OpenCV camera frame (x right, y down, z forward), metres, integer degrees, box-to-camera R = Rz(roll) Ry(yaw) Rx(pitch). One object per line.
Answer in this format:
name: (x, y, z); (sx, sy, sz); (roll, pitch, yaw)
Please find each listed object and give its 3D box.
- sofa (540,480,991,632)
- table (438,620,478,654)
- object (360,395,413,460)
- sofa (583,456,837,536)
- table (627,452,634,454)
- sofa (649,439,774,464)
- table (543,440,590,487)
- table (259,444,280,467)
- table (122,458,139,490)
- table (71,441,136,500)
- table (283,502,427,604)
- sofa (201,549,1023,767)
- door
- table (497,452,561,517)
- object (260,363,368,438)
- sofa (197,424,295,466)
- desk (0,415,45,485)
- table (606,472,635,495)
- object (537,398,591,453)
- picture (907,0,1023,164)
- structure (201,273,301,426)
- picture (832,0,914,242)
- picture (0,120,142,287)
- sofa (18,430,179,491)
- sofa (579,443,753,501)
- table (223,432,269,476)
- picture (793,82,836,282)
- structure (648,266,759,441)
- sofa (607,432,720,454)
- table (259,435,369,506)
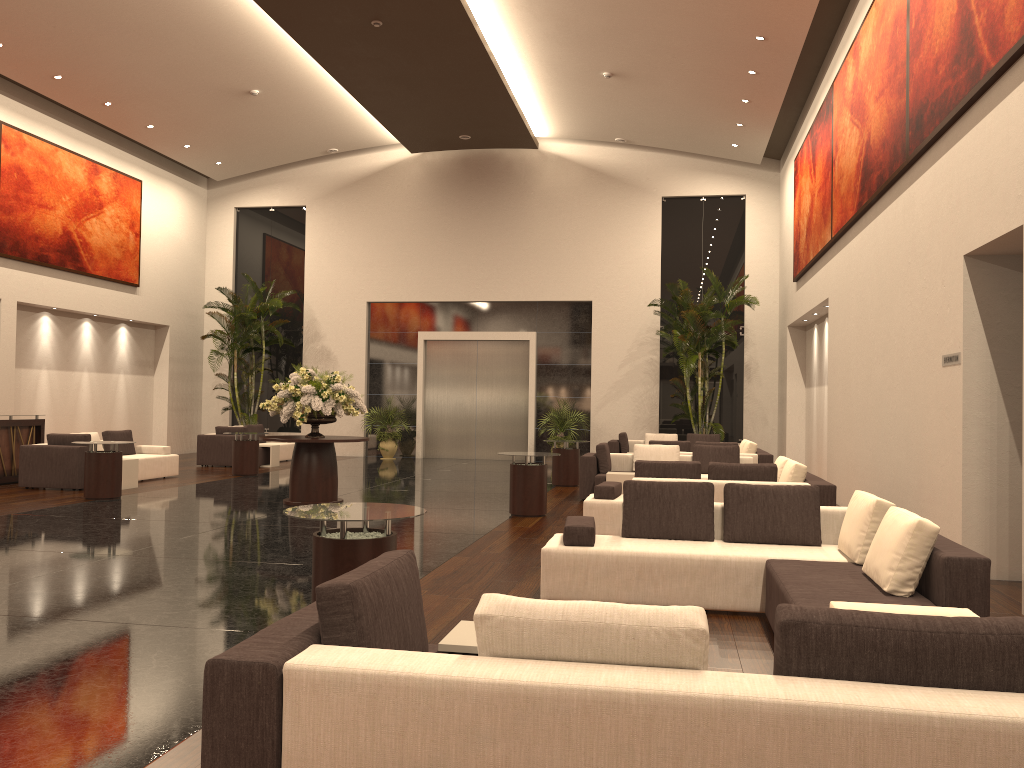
sofa: (1.354, 1.156, 5.499); (2.586, 0.862, 3.366); (1, -1, 10)
table: (-0.072, 1.295, 3.769); (0.400, 0.460, 0.400); (1, -1, 10)
object: (-3.081, 1.045, 22.256); (1.297, 1.682, 1.373); (0, -2, 43)
sofa: (2.291, 1.288, 10.764); (2.586, 0.862, 3.366); (1, -1, 10)
table: (2.593, 1.667, 18.460); (0.400, 0.460, 0.400); (1, -1, 10)
sofa: (3.303, 1.429, 16.345); (2.586, 0.862, 3.366); (1, -1, 10)
table: (0.957, 1.409, 15.761); (0.833, 0.795, 0.844); (2, -1, -29)
table: (-5.295, 1.550, 19.157); (0.400, 0.460, 0.400); (1, -1, 10)
table: (-6.221, 1.421, 14.052); (0.400, 0.460, 0.400); (1, -1, 10)
table: (-5.804, 1.226, 12.598); (0.833, 0.795, 0.844); (2, -1, -29)
table: (-0.928, 1.143, 5.216); (0.844, 0.795, 0.833); (2, -2, -41)
sofa: (0.585, 1.087, 2.987); (2.846, 0.862, 1.291); (1, -1, 10)
door: (-0.907, 0.405, 22.710); (2.767, 3.048, 0.040); (1, -1, 10)
table: (0.213, 1.302, 11.504); (0.833, 0.795, 0.844); (2, -1, -29)
object: (-2.739, 0.203, 12.473); (1.453, 1.097, 1.402); (2, -2, -34)
sofa: (-5.798, 1.359, 20.050); (1.291, 0.862, 2.846); (1, -1, 10)
desk: (-8.481, 1.063, 14.460); (0.760, 1.114, 1.634); (1, -1, 10)
table: (1.581, 1.526, 12.880); (0.400, 0.460, 0.400); (1, -1, 10)
object: (1.172, 1.098, 21.430); (1.373, 1.682, 1.297); (2, -2, -42)
picture: (3.822, -3.638, 7.160); (0.070, 2.526, 4.515); (1, -1, 10)
structure: (-6.627, -0.473, 22.515); (2.436, 4.611, 2.531); (1, -1, -18)
picture: (4.629, -3.526, 11.604); (0.070, 2.526, 4.515); (1, -1, 10)
picture: (-9.189, -3.599, 18.710); (0.070, 2.526, 4.515); (1, -1, 10)
sofa: (-6.725, 1.230, 14.945); (1.291, 0.862, 2.846); (1, -1, 10)
sofa: (2.473, 1.350, 13.392); (2.846, 0.862, 1.291); (1, -1, 10)
table: (-5.061, 1.333, 16.854); (0.833, 0.795, 0.844); (2, -1, -29)
picture: (5.435, -3.414, 16.052); (0.070, 2.526, 4.515); (1, -1, 10)
structure: (4.394, -0.337, 20.367); (2.436, 4.611, 2.531); (1, -1, -18)
sofa: (3.485, 1.491, 18.972); (2.846, 0.862, 1.291); (1, -1, 10)
table: (-2.781, 1.210, 12.457); (1.498, 0.921, 1.498); (1, -1, 1)
